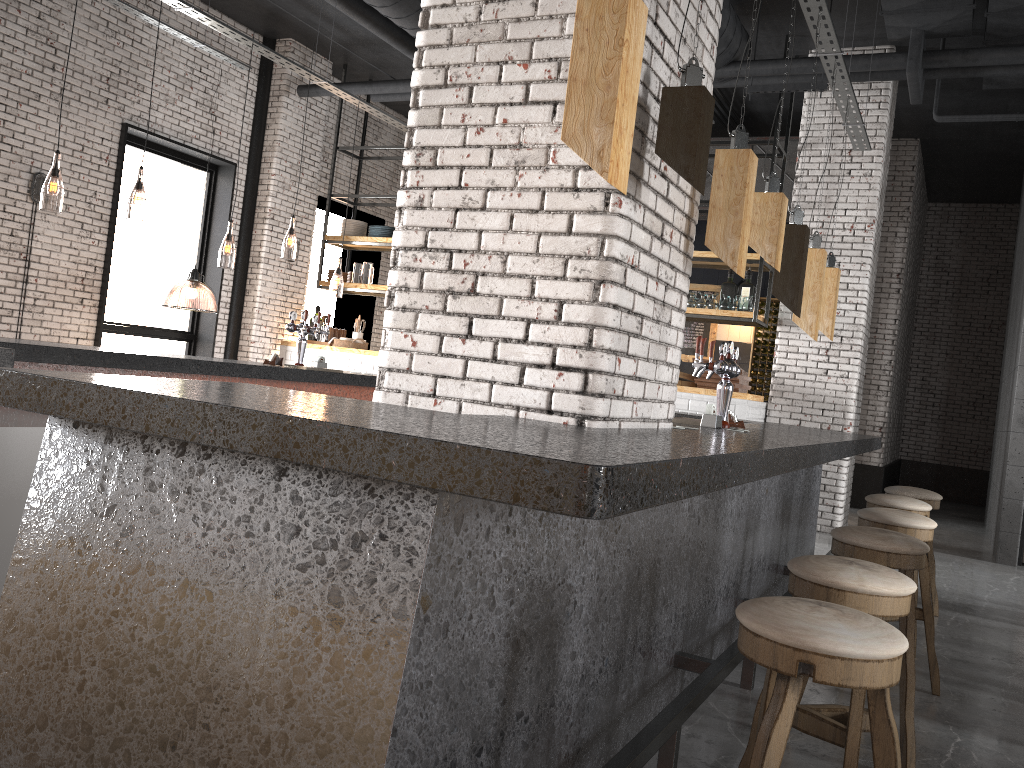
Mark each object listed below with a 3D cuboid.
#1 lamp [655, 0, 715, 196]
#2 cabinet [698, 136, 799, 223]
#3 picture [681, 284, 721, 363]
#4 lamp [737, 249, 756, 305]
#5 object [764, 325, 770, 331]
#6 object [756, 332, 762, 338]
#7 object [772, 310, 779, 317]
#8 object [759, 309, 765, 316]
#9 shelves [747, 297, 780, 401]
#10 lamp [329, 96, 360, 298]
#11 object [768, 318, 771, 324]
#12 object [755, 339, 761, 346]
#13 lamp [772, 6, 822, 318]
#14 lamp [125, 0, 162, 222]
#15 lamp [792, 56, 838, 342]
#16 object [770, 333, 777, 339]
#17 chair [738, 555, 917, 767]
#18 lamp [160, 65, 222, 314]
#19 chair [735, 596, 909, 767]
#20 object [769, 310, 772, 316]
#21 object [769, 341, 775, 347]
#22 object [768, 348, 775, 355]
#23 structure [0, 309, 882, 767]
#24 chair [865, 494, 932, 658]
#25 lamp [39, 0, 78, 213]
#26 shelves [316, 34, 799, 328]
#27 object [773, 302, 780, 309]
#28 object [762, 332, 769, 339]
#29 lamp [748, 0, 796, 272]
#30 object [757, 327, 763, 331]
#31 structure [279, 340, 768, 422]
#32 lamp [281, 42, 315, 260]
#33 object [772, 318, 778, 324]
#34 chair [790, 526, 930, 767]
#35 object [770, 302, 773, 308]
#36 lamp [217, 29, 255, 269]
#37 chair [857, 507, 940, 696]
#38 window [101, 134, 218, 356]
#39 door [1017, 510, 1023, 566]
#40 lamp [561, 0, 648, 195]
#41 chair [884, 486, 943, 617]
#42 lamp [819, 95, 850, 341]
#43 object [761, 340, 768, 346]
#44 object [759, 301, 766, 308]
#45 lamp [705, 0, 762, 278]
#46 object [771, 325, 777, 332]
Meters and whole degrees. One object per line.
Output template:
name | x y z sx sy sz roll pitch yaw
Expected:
lamp | 0.577 -1.268 2.654 0.127 1.395 0.127 6 -1 27
cabinet | 1.393 -2.497 12.562 5.869 1.769 0.681 7 0 27
picture | 2.495 -0.893 12.868 0.981 1.142 0.020 7 -1 27
lamp | 3.228 -1.581 12.187 0.391 0.937 0.390 7 -1 29
object | 3.464 -0.767 12.058 0.079 0.079 0.283 7 0 27
object | 3.368 -0.673 12.099 0.079 0.079 0.283 7 0 27
object | 3.564 -0.966 12.000 0.079 0.079 0.283 7 0 27
object | 3.412 -0.986 12.116 0.079 0.079 0.283 7 0 27
shelves | 3.664 -0.064 11.980 0.890 2.149 0.250 7 -1 27
lamp | -1.296 -1.479 6.995 0.108 1.599 0.108 7 -1 -31
object | 3.476 -0.872 12.059 0.079 0.079 0.283 7 0 27
object | 3.351 -0.569 12.090 0.079 0.079 0.283 7 0 27
lamp | 1.442 -1.104 4.394 0.127 1.547 0.127 6 -1 27
lamp | -2.141 -1.765 5.266 0.108 1.599 0.108 7 -1 -31
lamp | 1.729 -1.044 4.974 0.127 1.607 0.127 6 -1 27
object | 3.542 -0.652 12.027 0.079 0.079 0.283 7 0 27
chair | 0.878 0.891 2.432 0.481 0.806 0.438 7 0 16
lamp | -2.978 -1.914 8.603 0.536 2.406 0.537 7 -1 -21
chair | 0.610 0.864 1.887 0.480 0.806 0.439 7 0 1
object | 3.478 -0.977 12.039 0.079 0.079 0.283 7 0 27
object | 3.522 -0.548 12.013 0.079 0.079 0.283 7 0 27
object | 3.501 -0.444 11.994 0.079 0.079 0.283 7 0 27
structure | -0.505 0.369 4.958 4.314 1.534 5.870 7 0 27
chair | 2.042 1.009 4.904 0.439 0.806 0.480 7 0 26
lamp | -2.335 -1.631 4.658 0.108 1.462 0.108 7 -1 -1
shelves | 0.277 -2.449 10.558 5.682 3.067 0.597 7 0 27
object | 3.585 -1.070 12.019 0.079 0.079 0.283 7 0 27
object | 3.443 -0.664 12.039 0.079 0.079 0.283 7 0 27
lamp | 1.158 -1.196 3.814 0.127 1.420 0.127 6 -1 27
object | 3.387 -0.777 12.114 0.079 0.079 0.283 7 0 27
structure | -0.064 0.475 10.438 5.806 1.346 1.509 7 0 27
lamp | -1.537 -1.703 6.471 0.108 1.599 0.108 7 -1 -31
object | 3.567 -0.860 12.030 0.079 0.079 0.283 7 0 27
chair | 1.309 0.936 3.212 0.480 0.806 0.439 7 0 -14
object | 3.508 -1.080 12.075 0.079 0.079 0.283 7 0 27
lamp | -1.797 -1.558 5.860 0.108 1.599 0.108 7 -1 9
chair | 1.764 0.983 4.038 0.439 0.806 0.480 7 0 16
window | -4.024 -1.343 10.028 0.365 2.697 1.533 6 0 27
door | 5.369 0.731 8.149 1.121 2.103 0.158 7 -1 27
lamp | 0.277 -1.222 2.073 0.127 1.547 0.127 6 -1 27
chair | 2.563 1.064 5.638 0.439 0.806 0.480 7 0 -4
lamp | 2.024 -1.044 5.554 0.127 1.547 0.127 6 -1 27
object | 3.428 -0.559 12.035 0.079 0.079 0.283 7 0 27
object | 3.409 -1.092 12.087 0.079 0.079 0.283 7 0 27
lamp | 0.859 -1.163 3.233 0.127 1.547 0.127 6 -1 27
object | 3.556 -0.756 12.033 0.079 0.079 0.283 7 0 27
